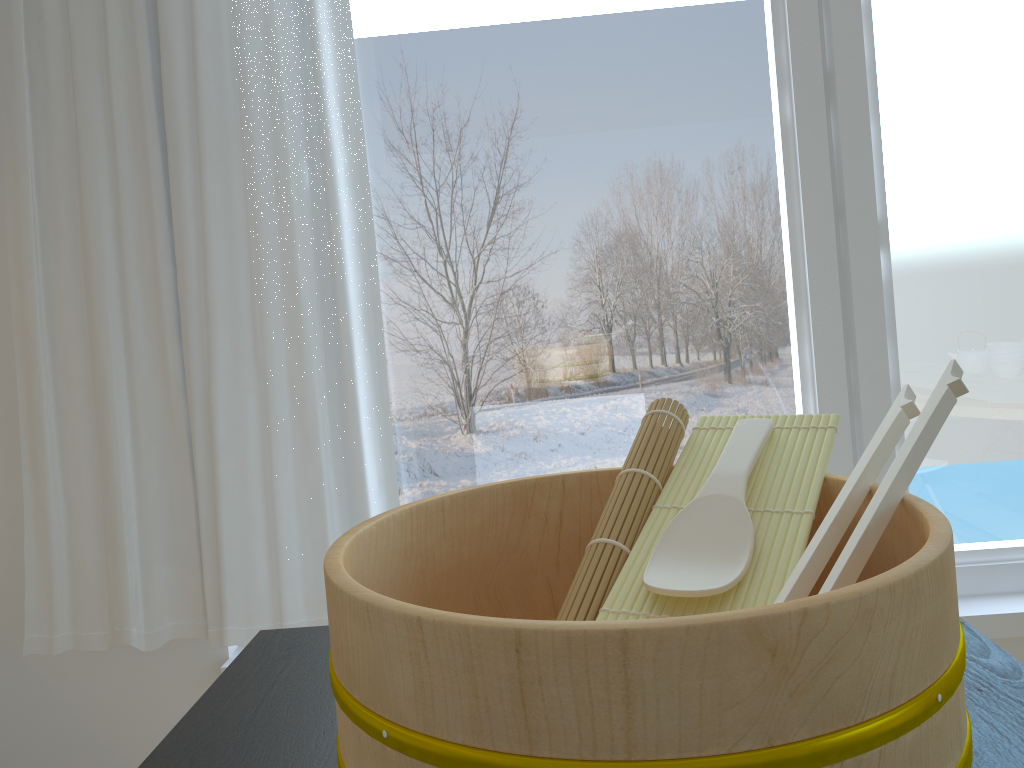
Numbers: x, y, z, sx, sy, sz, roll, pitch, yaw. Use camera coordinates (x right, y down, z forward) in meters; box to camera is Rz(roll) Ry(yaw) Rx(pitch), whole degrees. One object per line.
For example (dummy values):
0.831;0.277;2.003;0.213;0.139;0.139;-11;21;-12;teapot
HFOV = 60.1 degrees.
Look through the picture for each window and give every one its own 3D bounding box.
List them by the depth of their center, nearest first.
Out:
0.682;-0.492;1.906;2.726;1.916;0.088;-5;1;2;window

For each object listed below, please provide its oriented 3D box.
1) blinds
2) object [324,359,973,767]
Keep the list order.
-0.685;-0.549;1.762;0.795;2.157;0.150;-5;1;2;blinds
0.087;0.115;0.584;0.378;0.214;0.431;-3;5;31;object
